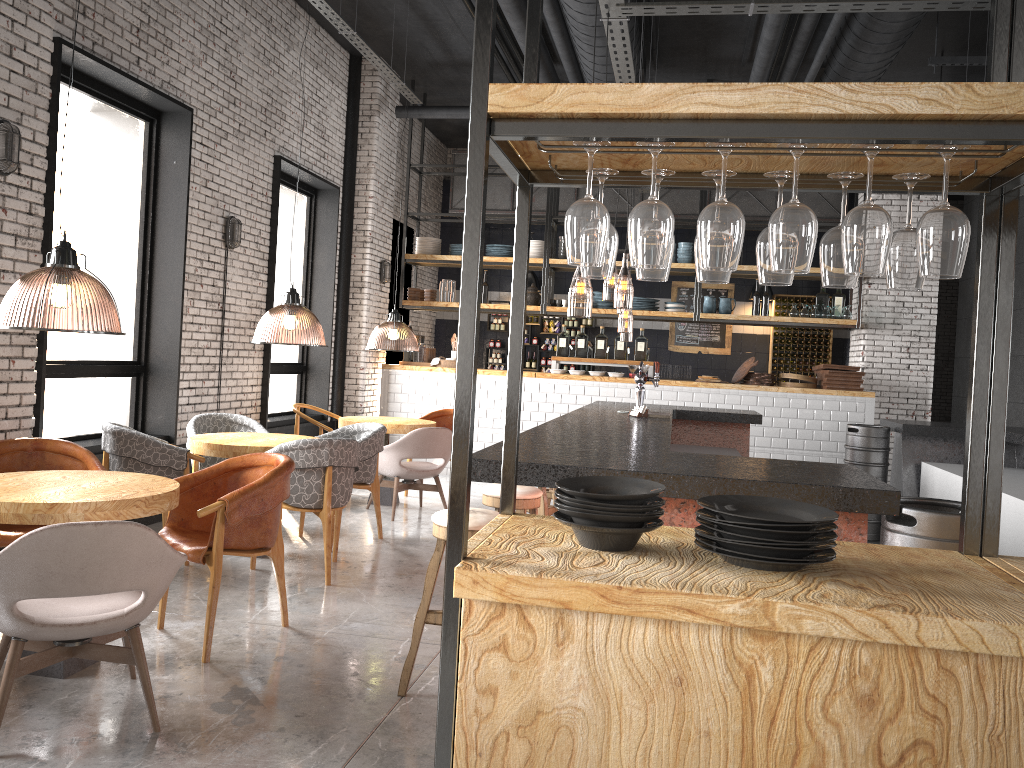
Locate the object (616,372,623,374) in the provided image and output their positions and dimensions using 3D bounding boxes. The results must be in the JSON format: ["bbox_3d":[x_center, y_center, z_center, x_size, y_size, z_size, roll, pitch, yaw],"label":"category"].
[{"bbox_3d":[1.272,-0.137,10.565,0.039,0.021,0.203,3,2,-13],"label":"object"}]

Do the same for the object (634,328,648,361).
[{"bbox_3d":[1.595,-0.483,10.938,0.154,0.404,0.154,3,1,10],"label":"object"}]

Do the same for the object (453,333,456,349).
[{"bbox_3d":[-0.730,-0.502,11.336,0.017,0.289,0.090,3,1,-43],"label":"object"}]

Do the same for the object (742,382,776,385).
[{"bbox_3d":[2.971,-0.010,10.595,0.406,0.019,0.458,3,2,-17],"label":"object"}]

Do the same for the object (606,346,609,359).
[{"bbox_3d":[1.189,-0.386,10.953,0.031,0.164,0.046,4,1,35],"label":"object"}]

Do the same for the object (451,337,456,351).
[{"bbox_3d":[-0.746,-0.418,11.309,0.087,0.356,0.026,4,1,33],"label":"object"}]

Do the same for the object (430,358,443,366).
[{"bbox_3d":[-0.875,-0.273,11.138,0.283,0.111,0.187,2,2,-43],"label":"object"}]

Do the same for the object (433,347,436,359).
[{"bbox_3d":[-1.023,-0.353,11.516,0.056,0.249,0.056,3,1,-27],"label":"object"}]

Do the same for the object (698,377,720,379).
[{"bbox_3d":[2.382,-0.071,10.676,0.230,0.016,0.556,4,2,16],"label":"object"}]

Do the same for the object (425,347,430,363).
[{"bbox_3d":[-1.071,-0.348,11.259,0.056,0.249,0.056,3,1,-27],"label":"object"}]

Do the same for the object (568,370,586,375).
[{"bbox_3d":[0.789,-0.138,10.742,0.216,0.059,0.324,3,2,10],"label":"object"}]

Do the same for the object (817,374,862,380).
[{"bbox_3d":[3.829,-0.087,10.391,0.405,0.044,0.636,3,2,11],"label":"object"}]

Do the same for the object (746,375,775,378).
[{"bbox_3d":[2.964,-0.091,10.603,0.406,0.019,0.458,2,2,-37],"label":"object"}]

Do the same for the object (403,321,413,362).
[{"bbox_3d":[-1.308,-0.530,11.299,0.106,0.554,0.157,3,1,10],"label":"object"}]

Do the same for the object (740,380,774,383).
[{"bbox_3d":[2.952,-0.028,10.606,0.458,0.019,0.406,4,2,39],"label":"object"}]

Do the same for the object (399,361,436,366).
[{"bbox_3d":[-1.192,-0.256,11.395,0.411,0.050,0.411,3,2,10],"label":"object"}]

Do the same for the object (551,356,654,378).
[{"bbox_3d":[1.119,-0.034,11.025,1.250,0.551,0.315,3,1,10],"label":"object"}]

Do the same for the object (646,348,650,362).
[{"bbox_3d":[1.665,-0.356,10.839,0.034,0.164,0.061,4,1,44],"label":"object"}]

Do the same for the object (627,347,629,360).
[{"bbox_3d":[1.427,-0.370,10.886,0.024,0.164,0.062,3,1,1],"label":"object"}]

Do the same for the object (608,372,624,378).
[{"bbox_3d":[1.252,-0.110,10.661,0.216,0.060,0.324,3,2,10],"label":"object"}]

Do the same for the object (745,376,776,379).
[{"bbox_3d":[2.937,-0.077,10.606,0.458,0.019,0.407,2,2,-37],"label":"object"}]

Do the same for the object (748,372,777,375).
[{"bbox_3d":[2.942,-0.125,10.606,0.458,0.019,0.407,2,2,-33],"label":"object"}]

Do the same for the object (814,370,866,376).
[{"bbox_3d":[3.831,-0.131,10.391,0.405,0.044,0.636,3,2,4],"label":"object"}]

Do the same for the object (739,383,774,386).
[{"bbox_3d":[2.955,0.005,10.605,0.406,0.019,0.458,2,2,-44],"label":"object"}]

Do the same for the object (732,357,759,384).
[{"bbox_3d":[2.764,-0.161,10.531,0.242,0.338,0.488,3,1,-4],"label":"object"}]

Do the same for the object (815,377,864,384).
[{"bbox_3d":[3.826,-0.043,10.391,0.405,0.044,0.636,3,2,7],"label":"object"}]

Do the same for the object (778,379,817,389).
[{"bbox_3d":[3.377,-0.008,10.486,0.437,0.097,0.437,4,2,35],"label":"object"}]

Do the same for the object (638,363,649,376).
[{"bbox_3d":[1.565,-0.155,10.563,0.128,0.189,0.123,3,1,19],"label":"object"}]

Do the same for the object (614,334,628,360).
[{"bbox_3d":[1.350,-0.498,10.979,0.154,0.404,0.154,3,1,10],"label":"object"}]

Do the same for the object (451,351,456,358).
[{"bbox_3d":[-0.712,-0.317,11.283,0.129,0.204,0.129,2,1,-44],"label":"object"}]

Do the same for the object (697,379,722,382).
[{"bbox_3d":[2.380,-0.046,10.681,0.276,0.019,0.513,4,2,15],"label":"object"}]

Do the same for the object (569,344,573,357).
[{"bbox_3d":[0.724,-0.413,11.016,0.032,0.164,0.080,3,1,-18],"label":"object"}]

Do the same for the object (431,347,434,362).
[{"bbox_3d":[-1.039,-0.351,11.430,0.056,0.249,0.056,3,1,-27],"label":"object"}]

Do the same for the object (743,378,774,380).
[{"bbox_3d":[2.919,-0.061,10.598,0.407,0.019,0.458,4,2,24],"label":"object"}]

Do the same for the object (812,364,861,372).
[{"bbox_3d":[3.771,-0.178,10.338,0.406,0.094,0.636,3,2,8],"label":"object"}]

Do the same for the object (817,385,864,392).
[{"bbox_3d":[3.822,0.046,10.392,0.405,0.044,0.636,3,2,6],"label":"object"}]

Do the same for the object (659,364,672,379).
[{"bbox_3d":[1.832,-0.154,10.738,0.181,0.168,0.170,4,1,20],"label":"object"}]

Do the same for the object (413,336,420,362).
[{"bbox_3d":[-1.210,-0.431,11.294,0.070,0.368,0.107,3,1,10],"label":"object"}]

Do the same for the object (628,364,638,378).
[{"bbox_3d":[1.449,-0.152,10.656,0.122,0.165,0.112,4,1,44],"label":"object"}]

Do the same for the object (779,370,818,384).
[{"bbox_3d":[3.385,-0.075,10.488,0.439,0.154,0.437,2,2,-33],"label":"object"}]

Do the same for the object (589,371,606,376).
[{"bbox_3d":[1.027,-0.122,10.720,0.216,0.055,0.324,3,2,10],"label":"object"}]

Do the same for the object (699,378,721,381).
[{"bbox_3d":[2.373,-0.058,10.676,0.215,0.013,0.521,3,2,6],"label":"object"}]

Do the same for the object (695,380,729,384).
[{"bbox_3d":[2.416,-0.025,10.627,0.458,0.019,0.407,2,2,-38],"label":"object"}]

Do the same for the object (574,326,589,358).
[{"bbox_3d":[0.872,-0.527,11.063,0.154,0.404,0.154,3,1,10],"label":"object"}]

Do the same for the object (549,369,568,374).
[{"bbox_3d":[0.562,-0.150,10.796,0.216,0.055,0.324,3,2,10],"label":"object"}]

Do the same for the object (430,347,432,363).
[{"bbox_3d":[-1.055,-0.350,11.345,0.056,0.249,0.056,3,1,-27],"label":"object"}]

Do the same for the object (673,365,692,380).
[{"bbox_3d":[2.072,-0.142,10.787,0.181,0.168,0.170,3,1,-10],"label":"object"}]

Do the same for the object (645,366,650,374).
[{"bbox_3d":[1.597,-0.144,10.686,0.122,0.165,0.112,3,1,-25],"label":"object"}]

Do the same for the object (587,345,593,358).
[{"bbox_3d":[0.961,-0.399,10.989,0.077,0.164,0.039,3,1,-35],"label":"object"}]

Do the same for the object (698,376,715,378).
[{"bbox_3d":[2.337,-0.083,10.590,0.172,0.010,0.368,4,2,20],"label":"object"}]

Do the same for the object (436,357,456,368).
[{"bbox_3d":[-0.740,-0.266,11.164,0.436,0.156,0.420,3,2,-17],"label":"object"}]

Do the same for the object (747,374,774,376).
[{"bbox_3d":[2.960,-0.108,10.605,0.458,0.019,0.406,5,2,44],"label":"object"}]

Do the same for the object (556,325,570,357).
[{"bbox_3d":[0.646,-0.540,11.113,0.154,0.404,0.154,3,1,10],"label":"object"}]

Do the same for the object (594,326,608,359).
[{"bbox_3d":[1.112,-0.512,11.027,0.154,0.404,0.154,3,1,10],"label":"object"}]

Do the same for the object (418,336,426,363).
[{"bbox_3d":[-1.146,-0.427,11.283,0.070,0.368,0.107,3,1,10],"label":"object"}]

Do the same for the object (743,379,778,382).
[{"bbox_3d":[2.946,-0.044,10.607,0.458,0.019,0.407,3,2,-21],"label":"object"}]
